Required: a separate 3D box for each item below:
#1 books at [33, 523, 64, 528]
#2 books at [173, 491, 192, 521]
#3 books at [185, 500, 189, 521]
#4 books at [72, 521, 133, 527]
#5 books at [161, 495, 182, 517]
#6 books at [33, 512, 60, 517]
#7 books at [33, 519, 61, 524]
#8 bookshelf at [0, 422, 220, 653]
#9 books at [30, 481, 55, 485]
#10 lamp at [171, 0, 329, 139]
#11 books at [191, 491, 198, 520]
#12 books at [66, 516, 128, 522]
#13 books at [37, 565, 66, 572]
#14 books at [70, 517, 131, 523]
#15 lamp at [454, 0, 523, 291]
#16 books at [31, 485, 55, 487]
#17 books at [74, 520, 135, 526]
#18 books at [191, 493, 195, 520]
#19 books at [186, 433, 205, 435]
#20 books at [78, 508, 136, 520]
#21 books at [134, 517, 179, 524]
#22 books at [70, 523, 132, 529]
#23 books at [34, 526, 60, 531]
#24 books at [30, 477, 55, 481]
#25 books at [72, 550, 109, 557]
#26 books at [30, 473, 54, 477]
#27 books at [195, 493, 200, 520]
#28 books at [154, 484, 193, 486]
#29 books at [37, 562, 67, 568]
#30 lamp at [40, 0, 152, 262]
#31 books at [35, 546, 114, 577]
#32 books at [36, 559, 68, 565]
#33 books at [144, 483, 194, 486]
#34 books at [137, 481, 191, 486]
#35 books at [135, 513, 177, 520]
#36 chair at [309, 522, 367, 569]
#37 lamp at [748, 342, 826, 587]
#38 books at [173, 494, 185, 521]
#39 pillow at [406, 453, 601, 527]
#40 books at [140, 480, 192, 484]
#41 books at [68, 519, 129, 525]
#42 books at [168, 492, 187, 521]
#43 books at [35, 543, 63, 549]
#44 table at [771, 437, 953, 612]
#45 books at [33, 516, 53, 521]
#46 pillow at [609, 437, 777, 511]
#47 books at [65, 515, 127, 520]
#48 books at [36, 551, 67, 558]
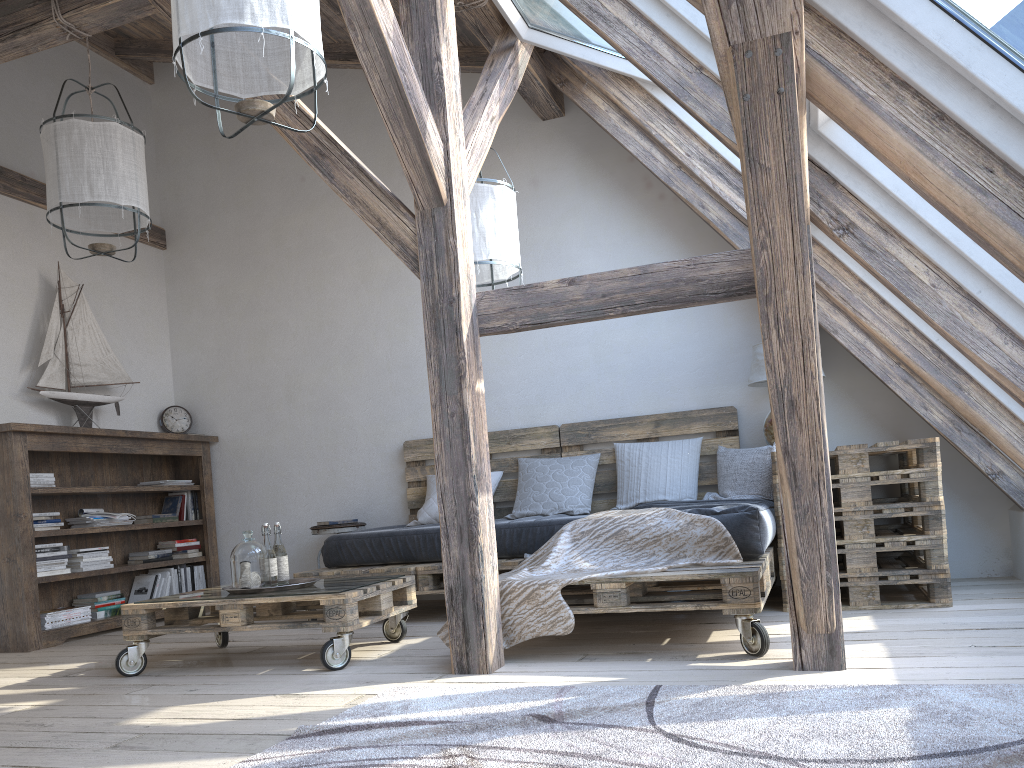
[{"bbox_3d":[-2.590,0.773,4.791,0.158,0.017,0.220,-7,-8,19],"label":"books"},{"bbox_3d":[-2.209,0.819,5.902,0.135,0.200,0.021,-5,-1,19],"label":"books"},{"bbox_3d":[-2.220,0.832,5.883,0.117,0.172,0.018,-5,-1,19],"label":"books"},{"bbox_3d":[-2.410,0.826,5.180,0.205,0.009,0.259,-8,-8,23],"label":"books"},{"bbox_3d":[-2.246,0.823,5.796,0.132,0.171,0.082,-6,-2,20],"label":"books"},{"bbox_3d":[-2.593,0.716,4.795,0.140,0.018,0.185,-7,-8,19],"label":"books"},{"bbox_3d":[-2.594,0.753,4.784,0.147,0.020,0.208,-10,-9,34],"label":"books"},{"bbox_3d":[-2.381,0.879,5.267,0.349,1.167,1.630,-5,-5,19],"label":"bookshelf"},{"bbox_3d":[-2.603,0.541,4.759,0.140,0.018,0.185,-7,-8,19],"label":"books"},{"bbox_3d":[-0.750,-1.362,2.395,0.407,1.299,0.401,-4,-1,-5],"label":"lamp"},{"bbox_3d":[-2.188,0.823,5.937,0.136,0.200,0.021,-5,-1,19],"label":"books"},{"bbox_3d":[-2.435,0.792,5.171,0.206,0.009,0.259,-8,-8,25],"label":"books"},{"bbox_3d":[-2.564,1.005,4.766,0.158,0.021,0.220,-7,-8,19],"label":"books"},{"bbox_3d":[-2.420,0.800,5.175,0.206,0.009,0.259,-8,-8,25],"label":"books"},{"bbox_3d":[-0.207,-1.097,3.934,0.406,1.511,0.402,-4,-1,-30],"label":"lamp"},{"bbox_3d":[-2.620,0.561,4.766,0.157,0.017,0.220,-6,-8,14],"label":"books"},{"bbox_3d":[-2.404,0.818,5.193,0.205,0.009,0.259,-7,-8,20],"label":"books"},{"bbox_3d":[-2.203,0.829,5.921,0.140,0.184,0.020,-6,-1,19],"label":"books"},{"bbox_3d":[-2.239,0.362,5.973,0.237,0.025,0.179,-7,-8,19],"label":"books"},{"bbox_3d":[-2.395,0.775,5.212,0.221,0.087,0.263,-4,-7,-1],"label":"books"},{"bbox_3d":[-2.286,0.877,5.655,0.162,0.030,0.219,-7,-8,22],"label":"books"},{"bbox_3d":[-2.412,0.834,5.172,0.206,0.009,0.258,-8,-8,27],"label":"books"},{"bbox_3d":[-2.586,0.792,4.795,0.140,0.020,0.186,-6,-8,14],"label":"books"},{"bbox_3d":[-2.623,0.523,4.764,0.158,0.021,0.220,-7,-8,19],"label":"books"},{"bbox_3d":[-2.474,0.983,5.083,0.158,0.017,0.220,-8,-8,24],"label":"books"},{"bbox_3d":[-2.632,0.501,4.766,0.158,0.021,0.220,-7,-8,19],"label":"books"},{"bbox_3d":[-2.187,0.834,5.967,0.140,0.184,0.020,-6,-1,19],"label":"books"},{"bbox_3d":[-2.252,0.668,5.763,0.205,0.009,0.259,-6,-8,13],"label":"books"},{"bbox_3d":[-2.560,0.986,4.770,0.158,0.017,0.220,-7,-8,19],"label":"books"},{"bbox_3d":[-1.751,-1.075,3.677,0.399,1.079,0.410,-4,-1,-30],"label":"lamp"},{"bbox_3d":[-2.518,0.983,4.924,0.207,0.150,0.551,-6,-7,18],"label":"books"},{"bbox_3d":[-2.550,0.966,4.755,0.158,0.017,0.220,-8,-8,24],"label":"books"},{"bbox_3d":[-2.249,0.661,5.777,0.205,0.009,0.259,-6,-8,10],"label":"books"},{"bbox_3d":[-2.269,0.649,5.747,0.206,0.009,0.259,-8,-8,25],"label":"books"},{"bbox_3d":[-2.286,0.850,5.646,0.150,0.021,0.205,-8,-8,23],"label":"books"},{"bbox_3d":[-1.060,1.128,5.467,0.355,0.518,0.354,-6,-3,23],"label":"chair"},{"bbox_3d":[1.477,0.452,4.781,0.390,1.279,0.826,-5,-3,4],"label":"lamp"},{"bbox_3d":[-2.232,0.824,5.826,0.140,0.175,0.059,-6,-1,18],"label":"books"},{"bbox_3d":[-0.062,0.606,5.080,1.134,0.354,0.352,-7,-5,19],"label":"pillow"},{"bbox_3d":[-2.261,0.642,5.757,0.205,0.009,0.259,-7,-8,15],"label":"books"},{"bbox_3d":[-2.428,0.808,5.167,0.206,0.009,0.258,-10,-9,35],"label":"books"},{"bbox_3d":[-2.229,0.818,5.852,0.139,0.190,0.050,-5,-1,18],"label":"books"},{"bbox_3d":[-2.557,0.878,4.759,0.140,0.018,0.185,-7,-8,19],"label":"books"},{"bbox_3d":[1.632,0.656,4.194,0.677,0.698,1.020,-6,-5,19],"label":"table"},{"bbox_3d":[-2.591,0.734,4.789,0.132,0.021,0.201,-3,-8,-15],"label":"books"},{"bbox_3d":[0.983,0.465,4.749,0.975,0.397,0.386,-9,-6,35],"label":"pillow"},{"bbox_3d":[-2.442,0.784,5.168,0.206,0.009,0.258,-9,-9,30],"label":"books"},{"bbox_3d":[-2.556,0.927,4.766,0.158,0.021,0.220,-6,-8,14],"label":"books"}]
